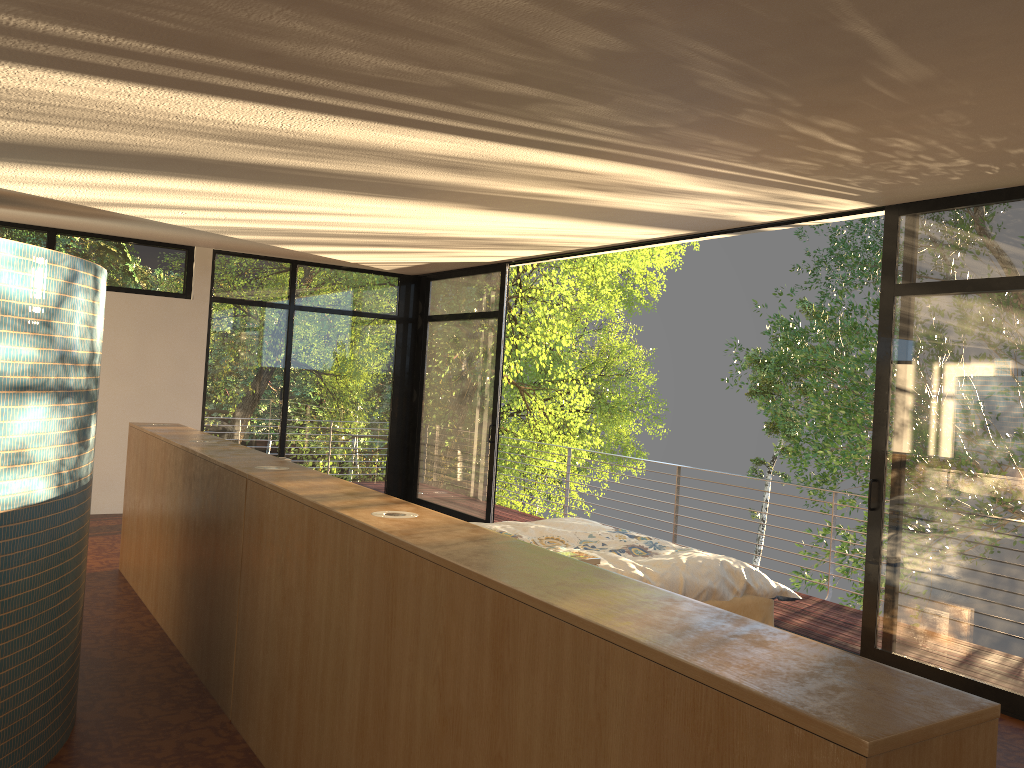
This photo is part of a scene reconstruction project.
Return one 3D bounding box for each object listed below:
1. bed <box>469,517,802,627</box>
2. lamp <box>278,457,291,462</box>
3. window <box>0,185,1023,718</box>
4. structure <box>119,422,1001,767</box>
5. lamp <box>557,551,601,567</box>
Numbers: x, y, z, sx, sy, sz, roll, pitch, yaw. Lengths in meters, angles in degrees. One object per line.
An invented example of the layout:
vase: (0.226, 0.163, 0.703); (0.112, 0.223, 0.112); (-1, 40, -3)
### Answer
bed: (0.037, 1.038, 4.375); (2.222, 0.712, 1.771); (4, 0, -33)
lamp: (-1.472, 0.799, 5.254); (0.269, 0.730, 0.158); (4, -1, -33)
window: (-1.317, 0.052, 3.621); (7.061, 2.514, 9.987); (4, 0, -33)
structure: (-0.943, 0.846, 3.566); (0.318, 0.974, 5.612); (4, 0, -32)
lamp: (0.130, 0.795, 2.765); (0.255, 0.523, 0.120); (4, -1, -33)
